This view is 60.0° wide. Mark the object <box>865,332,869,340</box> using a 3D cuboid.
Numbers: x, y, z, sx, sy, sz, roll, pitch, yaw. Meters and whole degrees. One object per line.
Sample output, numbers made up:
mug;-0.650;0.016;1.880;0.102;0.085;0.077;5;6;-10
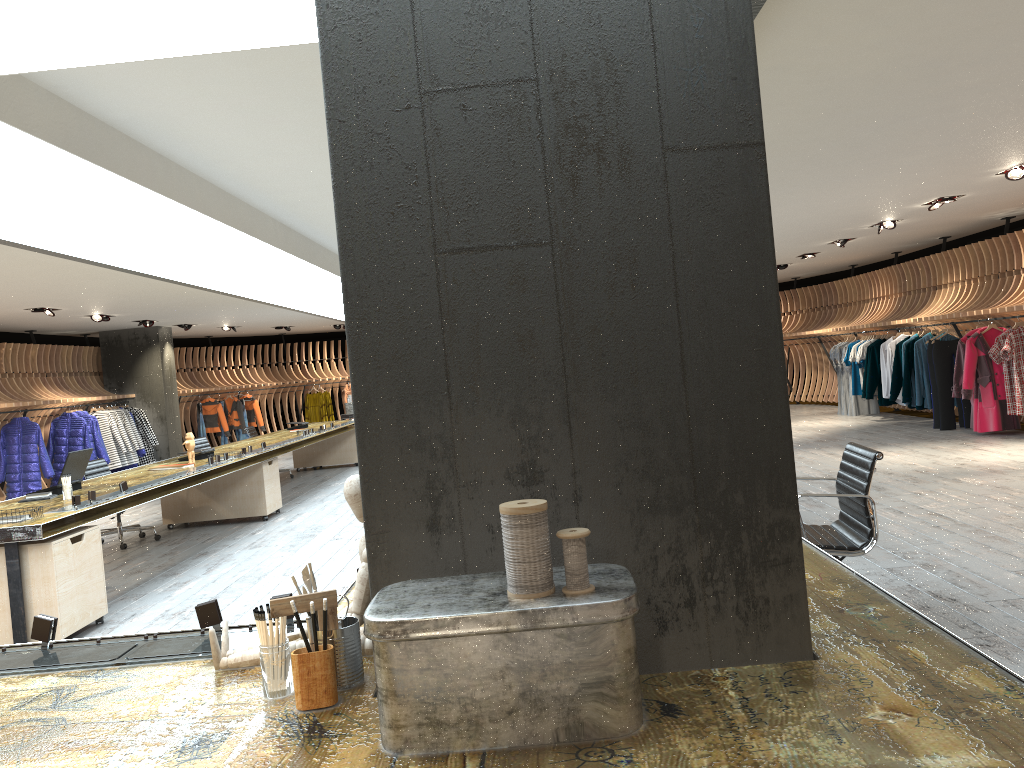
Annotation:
object;5.999;-0.760;14.891;0.525;0.270;0.012;-5;0;6

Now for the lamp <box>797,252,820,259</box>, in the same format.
lamp;4.846;-2.154;14.522;0.269;0.294;0.493;-5;1;1

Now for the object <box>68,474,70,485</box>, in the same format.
object;-3.150;0.725;6.299;0.030;0.170;0.007;-5;0;-5

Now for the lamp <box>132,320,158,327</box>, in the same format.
lamp;-6.325;-1.121;15.289;0.269;0.292;0.493;-5;1;1

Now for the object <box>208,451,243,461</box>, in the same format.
object;-2.803;0.714;8.663;0.302;0.074;0.217;-5;1;-4

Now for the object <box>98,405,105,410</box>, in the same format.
object;-7.095;0.476;15.347;0.518;0.313;0.012;-5;0;1

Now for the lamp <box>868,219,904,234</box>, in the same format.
lamp;4.770;-2.086;11.333;0.269;0.301;0.493;-5;1;1

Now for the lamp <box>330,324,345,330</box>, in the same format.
lamp;-4.032;-1.438;20.970;0.493;0.297;0.269;-6;1;-39

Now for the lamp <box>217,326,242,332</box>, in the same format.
lamp;-5.873;-1.219;18.424;0.269;0.296;0.493;-5;1;21

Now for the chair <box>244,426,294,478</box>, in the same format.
chair;-3.737;1.060;13.662;0.668;0.859;0.693;-5;0;-12

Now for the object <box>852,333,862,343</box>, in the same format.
object;6.025;-0.774;15.438;0.525;0.270;0.012;-6;0;-14

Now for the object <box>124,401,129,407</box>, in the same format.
object;-7.078;0.465;16.334;0.518;0.313;0.012;-5;0;1

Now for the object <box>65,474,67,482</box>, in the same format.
object;-3.172;0.726;6.331;0.030;0.170;0.007;-5;0;41

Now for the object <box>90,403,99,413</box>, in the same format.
object;-7.101;0.481;15.111;0.518;0.313;0.012;-5;0;1

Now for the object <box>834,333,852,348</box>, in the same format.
object;6.017;-0.782;15.893;0.525;0.270;0.012;-5;0;16

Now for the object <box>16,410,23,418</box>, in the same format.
object;-7.182;0.509;12.937;0.525;0.270;0.012;-5;0;1

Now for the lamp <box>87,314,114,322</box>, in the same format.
lamp;-6.364;-1.091;13.694;0.269;0.286;0.493;-5;1;1

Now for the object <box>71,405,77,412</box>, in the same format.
object;-7.128;0.484;14.469;0.523;0.291;0.012;-5;0;1

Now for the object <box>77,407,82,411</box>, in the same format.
object;-7.141;0.474;14.648;0.525;0.270;0.012;-5;0;1

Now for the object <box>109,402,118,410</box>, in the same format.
object;-7.085;0.467;15.788;0.518;0.313;0.012;-5;0;1

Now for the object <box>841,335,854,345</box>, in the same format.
object;6.006;-0.778;15.749;0.525;0.270;0.012;-5;0;-9

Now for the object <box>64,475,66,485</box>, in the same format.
object;-3.167;0.726;6.289;0.007;0.170;0.030;-5;0;-41

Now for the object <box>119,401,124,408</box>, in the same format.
object;-7.078;0.470;16.146;0.516;0.316;0.012;-5;0;1

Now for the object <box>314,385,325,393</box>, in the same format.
object;-4.728;0.120;21.845;0.525;0.270;0.012;-5;0;31

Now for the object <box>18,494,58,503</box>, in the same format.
object;-3.469;0.837;6.492;0.213;0.019;0.219;-6;1;-14

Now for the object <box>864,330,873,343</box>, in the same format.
object;6.021;-0.755;14.804;0.523;0.290;0.013;-5;0;-4

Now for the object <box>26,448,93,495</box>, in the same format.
object;-3.488;0.683;6.851;0.365;0.316;0.373;-5;1;1

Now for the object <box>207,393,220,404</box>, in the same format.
object;-6.598;0.338;19.325;0.525;0.270;0.012;-5;0;16

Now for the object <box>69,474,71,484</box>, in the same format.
object;-3.147;0.724;6.308;0.030;0.170;0.007;-5;0;-32

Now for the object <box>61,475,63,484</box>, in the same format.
object;-3.184;0.728;6.296;0.007;0.170;0.030;-5;0;12

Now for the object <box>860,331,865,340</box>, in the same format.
object;6.015;-0.766;15.132;0.525;0.270;0.012;-5;0;26

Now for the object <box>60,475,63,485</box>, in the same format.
object;-3.187;0.728;6.300;0.007;0.170;0.030;-5;0;24

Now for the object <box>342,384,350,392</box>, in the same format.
object;-4.102;0.049;22.304;0.525;0.270;0.012;-5;0;36

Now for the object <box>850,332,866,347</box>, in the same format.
object;5.974;-0.753;14.999;0.523;0.288;0.015;-5;0;11

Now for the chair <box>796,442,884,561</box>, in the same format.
chair;1.434;0.748;4.224;0.667;0.859;0.693;-5;0;-2

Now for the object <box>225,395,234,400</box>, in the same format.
object;-6.333;0.306;19.856;0.525;0.270;0.012;-5;0;21

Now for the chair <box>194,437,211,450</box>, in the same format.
chair;-3.780;1.105;11.452;0.667;0.859;0.693;-5;0;-2

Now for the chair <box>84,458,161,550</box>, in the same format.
chair;-3.875;1.162;8.808;0.668;0.859;0.693;-5;0;-7

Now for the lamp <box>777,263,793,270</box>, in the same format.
lamp;4.881;-2.188;16.116;0.269;0.291;0.493;-5;1;-3

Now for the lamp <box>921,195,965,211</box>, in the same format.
lamp;4.731;-2.055;9.738;0.269;0.296;0.493;-5;1;1

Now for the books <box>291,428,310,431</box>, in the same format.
books;-3.120;0.679;13.066;0.213;0.026;0.366;-5;1;2

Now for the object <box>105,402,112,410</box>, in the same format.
object;-7.089;0.471;15.609;0.518;0.313;0.012;-5;0;1

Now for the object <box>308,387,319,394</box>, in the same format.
object;-4.862;0.135;21.721;0.525;0.270;0.012;-5;0;31

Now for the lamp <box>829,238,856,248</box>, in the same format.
lamp;4.807;-2.126;12.927;0.269;0.286;0.493;-5;1;1

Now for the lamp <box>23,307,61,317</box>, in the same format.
lamp;-6.401;-1.055;12.100;0.269;0.294;0.493;-5;1;1

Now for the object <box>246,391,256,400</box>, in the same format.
object;-6.065;0.270;20.326;0.525;0.270;0.012;-5;0;31

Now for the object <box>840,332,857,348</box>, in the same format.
object;6.010;-0.776;15.612;0.525;0.270;0.012;-5;0;16

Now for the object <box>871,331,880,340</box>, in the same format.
object;5.991;-0.757;14.586;0.525;0.270;0.012;-6;0;-14

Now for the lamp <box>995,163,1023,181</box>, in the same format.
lamp;4.693;-2.028;8.144;0.269;0.284;0.493;-5;1;1

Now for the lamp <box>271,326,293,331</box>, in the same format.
lamp;-5.123;-1.317;19.819;0.269;0.293;0.493;-5;1;34

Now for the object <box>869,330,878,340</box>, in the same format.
object;6.009;-0.750;14.699;0.524;0.285;0.013;-5;0;-4

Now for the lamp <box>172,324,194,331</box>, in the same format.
lamp;-6.228;-1.159;16.879;0.269;0.292;0.493;-5;1;8

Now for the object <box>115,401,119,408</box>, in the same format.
object;-7.140;0.449;15.989;0.525;0.270;0.012;-5;0;1

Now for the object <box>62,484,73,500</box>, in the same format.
object;-3.162;0.771;6.311;0.061;0.111;0.062;-5;0;35

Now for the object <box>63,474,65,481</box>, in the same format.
object;-3.181;0.727;6.327;0.030;0.170;0.007;-5;0;14

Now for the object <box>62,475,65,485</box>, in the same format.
object;-3.176;0.727;6.290;0.007;0.170;0.030;-5;0;-15

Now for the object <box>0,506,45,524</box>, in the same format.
object;-2.982;0.793;5.293;0.302;0.074;0.217;-5;1;-4

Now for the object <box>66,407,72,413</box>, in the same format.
object;-7.164;0.495;14.329;0.523;0.292;0.012;-5;0;1

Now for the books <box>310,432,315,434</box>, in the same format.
books;-2.719;0.657;11.878;0.155;0.025;0.110;-5;1;-4
